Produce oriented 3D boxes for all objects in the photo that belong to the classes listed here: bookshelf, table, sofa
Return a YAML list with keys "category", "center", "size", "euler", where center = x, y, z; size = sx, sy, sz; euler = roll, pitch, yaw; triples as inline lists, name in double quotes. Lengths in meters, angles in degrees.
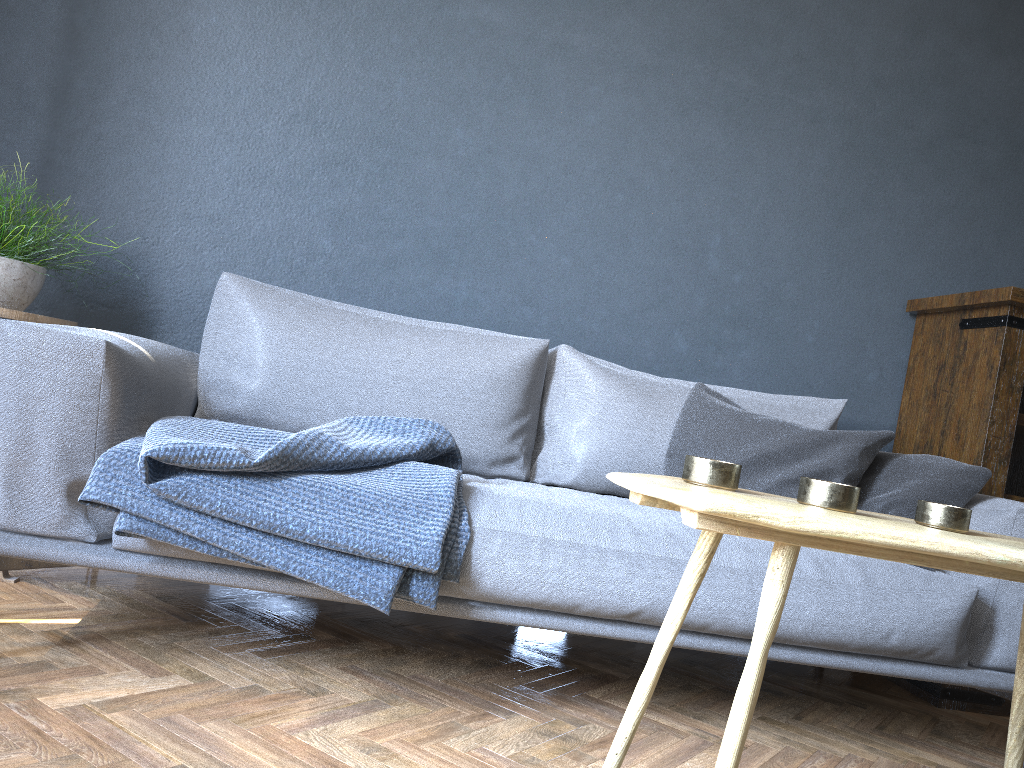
- category: "bookshelf"
  center: [2.129, 0.486, 2.801]
  size: [1.919, 1.172, 0.450]
  euler: [11, -1, -11]
- category: "table"
  center: [0.482, 0.450, 1.105]
  size: [0.788, 0.550, 0.339]
  euler: [11, -1, -11]
- category: "sofa"
  center: [0.090, 0.278, 2.147]
  size: [2.341, 0.798, 0.970]
  euler: [11, -1, -12]

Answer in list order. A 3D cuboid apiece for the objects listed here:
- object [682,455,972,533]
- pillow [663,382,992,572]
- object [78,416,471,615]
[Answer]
- category: "object"
  center: [0.400, 0.140, 1.109]
  size: [0.369, 0.033, 0.103]
  euler: [11, -1, -1]
- category: "pillow"
  center: [0.734, 0.217, 2.217]
  size: [0.797, 0.362, 0.442]
  euler: [10, -1, 7]
- category: "object"
  center: [-0.411, 0.197, 1.734]
  size: [0.666, 0.329, 0.490]
  euler: [11, -1, -6]
